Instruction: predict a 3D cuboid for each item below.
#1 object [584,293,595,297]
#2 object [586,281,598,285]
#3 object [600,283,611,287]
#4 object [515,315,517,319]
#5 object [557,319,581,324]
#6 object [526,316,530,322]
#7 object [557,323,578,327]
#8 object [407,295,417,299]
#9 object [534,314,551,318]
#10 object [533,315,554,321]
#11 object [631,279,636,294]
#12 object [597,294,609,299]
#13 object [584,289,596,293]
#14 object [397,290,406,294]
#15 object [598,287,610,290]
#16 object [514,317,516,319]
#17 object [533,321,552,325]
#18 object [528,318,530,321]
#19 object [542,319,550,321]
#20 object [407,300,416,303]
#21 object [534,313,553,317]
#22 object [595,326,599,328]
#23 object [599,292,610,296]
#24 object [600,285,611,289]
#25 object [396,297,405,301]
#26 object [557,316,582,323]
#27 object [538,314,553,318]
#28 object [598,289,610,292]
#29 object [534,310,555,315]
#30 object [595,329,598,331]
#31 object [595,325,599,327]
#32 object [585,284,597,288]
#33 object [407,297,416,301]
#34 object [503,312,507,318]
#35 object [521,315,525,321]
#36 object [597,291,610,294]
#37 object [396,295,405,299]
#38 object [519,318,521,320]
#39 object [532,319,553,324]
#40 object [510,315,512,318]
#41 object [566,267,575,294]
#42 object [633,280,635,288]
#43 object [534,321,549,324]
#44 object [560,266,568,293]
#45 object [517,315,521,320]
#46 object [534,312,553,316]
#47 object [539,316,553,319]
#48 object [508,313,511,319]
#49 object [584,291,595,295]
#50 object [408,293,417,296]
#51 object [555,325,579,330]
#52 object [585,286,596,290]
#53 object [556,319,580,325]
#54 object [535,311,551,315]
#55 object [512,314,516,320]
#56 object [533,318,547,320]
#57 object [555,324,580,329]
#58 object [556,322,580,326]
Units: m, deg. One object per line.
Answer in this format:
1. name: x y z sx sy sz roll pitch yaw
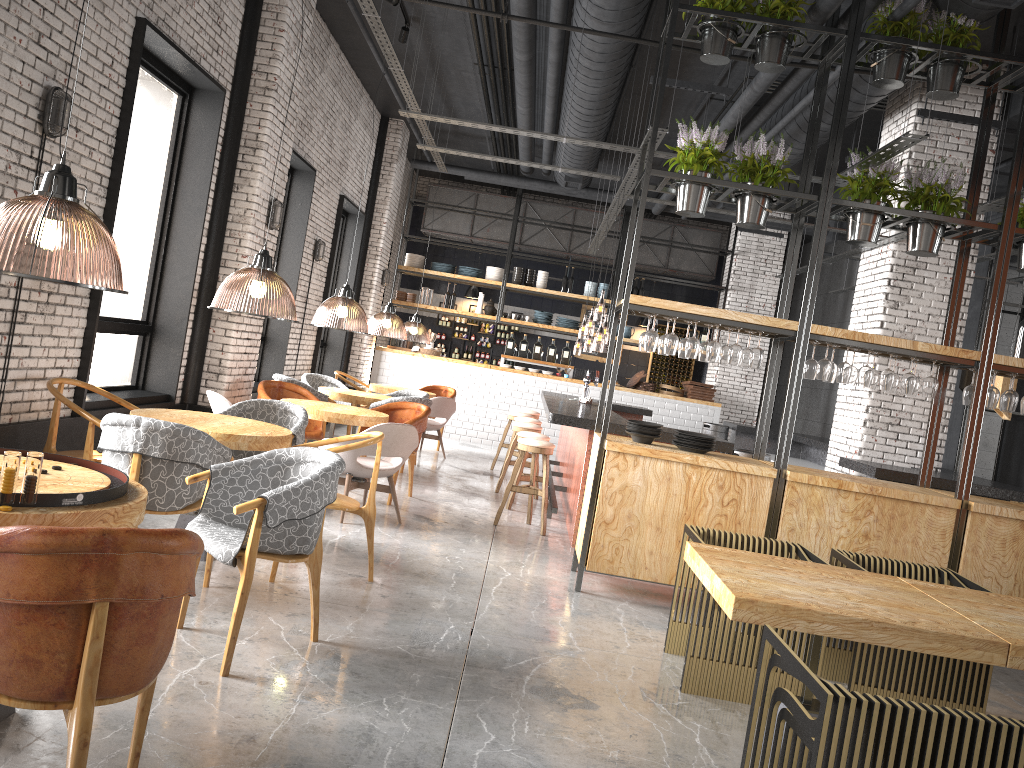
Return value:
1. object: 1.352 -1.532 15.476 0.210 0.065 0.210 10 2 19
2. object: 1.389 -1.745 15.472 0.210 0.074 0.210 10 1 6
3. object: 1.614 -1.698 15.448 0.219 0.091 0.218 10 2 18
4. object: 0.038 -1.166 15.638 0.072 0.097 0.072 9 1 -10
5. object: 0.990 -1.091 15.485 0.455 0.048 0.453 10 2 28
6. object: 0.265 -1.118 15.282 0.072 0.097 0.072 10 1 33
7. object: 0.981 -1.021 15.486 0.454 0.050 0.453 10 2 21
8. object: -1.763 -1.523 15.570 0.157 0.053 0.168 10 2 6
9. object: 0.547 -1.166 15.497 0.335 0.052 0.333 11 2 39
10. object: 0.544 -1.135 15.495 0.372 0.071 0.373 10 2 13
11. object: 2.136 -1.604 15.471 0.098 0.458 0.098 9 1 -21
12. object: 1.581 -1.508 15.445 0.218 0.085 0.219 9 2 -30
13. object: 1.367 -1.618 15.478 0.209 0.074 0.210 9 2 -24
14. object: -1.924 -1.587 15.426 0.157 0.053 0.168 9 2 1
15. object: 1.599 -1.636 15.448 0.219 0.092 0.218 11 2 42
16. object: 0.033 -1.161 15.404 0.072 0.097 0.072 10 1 2
17. object: 0.527 -1.049 15.496 0.334 0.033 0.335 9 2 -30
18. object: 0.270 -1.124 15.516 0.072 0.097 0.072 9 1 1
19. object: 0.534 -1.102 15.497 0.334 0.051 0.334 10 2 32
20. object: -1.777 -1.443 15.570 0.157 0.053 0.168 10 2 6
21. object: 0.550 -1.192 15.495 0.334 0.035 0.335 9 2 -24
22. object: 1.395 -1.000 15.477 0.265 0.034 0.265 10 2 14
23. object: 1.591 -1.540 15.446 0.218 0.093 0.219 9 1 -15
24. object: 1.614 -1.666 15.446 0.218 0.096 0.219 9 1 -15
25. object: -1.944 -1.467 15.427 0.157 0.053 0.168 9 2 1
26. object: 0.997 -1.115 15.485 0.453 0.062 0.454 10 2 16
27. object: 0.549 -1.181 15.497 0.335 0.052 0.334 10 2 18
28. object: 1.593 -1.604 15.447 0.219 0.092 0.218 11 2 37
29. object: 0.558 -1.241 15.494 0.373 0.050 0.373 10 2 23
30. object: 1.385 -0.948 15.478 0.265 0.038 0.265 10 2 24
31. object: 1.396 -1.011 15.477 0.265 0.037 0.265 9 2 -4
32. object: 1.380 -1.703 15.471 0.209 0.076 0.210 9 2 -24
33. object: -1.769 -1.487 15.570 0.157 0.053 0.168 10 2 6
34. object: -0.124 -1.183 15.290 0.072 0.097 0.072 10 1 24
35. object: 0.187 -1.131 15.283 0.072 0.097 0.072 10 1 10
36. object: 1.588 -1.573 15.444 0.218 0.092 0.219 9 1 -9
37. object: -1.937 -1.511 15.426 0.157 0.053 0.168 9 2 1
38. object: 0.119 -1.153 15.636 0.072 0.097 0.072 9 1 -45
39. object: 0.531 -1.085 15.499 0.373 0.067 0.372 9 2 -18
40. object: -0.042 -1.176 15.523 0.072 0.097 0.072 10 1 33
41. object: 1.031 -1.793 15.434 0.098 0.471 0.098 10 1 23
42. object: 2.139 -1.607 15.606 0.098 0.458 0.098 9 1 -21
43. object: 0.529 -1.063 15.495 0.334 0.046 0.335 9 2 -14
44. object: 0.925 -1.811 15.436 0.098 0.471 0.098 10 1 23
45. object: 0.111 -1.144 15.285 0.072 0.097 0.072 10 1 21
46. object: 0.553 -1.207 15.495 0.334 0.036 0.335 9 2 -9
47. object: 0.543 -1.152 15.496 0.334 0.039 0.335 9 2 1
48. object: -0.047 -1.171 15.288 0.072 0.097 0.072 10 1 23
49. object: 1.358 -1.575 15.475 0.209 0.069 0.210 8 2 -33
50. object: -1.757 -1.564 15.569 0.157 0.053 0.168 10 2 6
51. object: 0.971 -0.973 15.487 0.453 0.033 0.454 9 2 -17
52. object: 1.369 -1.661 15.474 0.210 0.078 0.210 10 2 23
53. object: 0.989 -1.068 15.484 0.453 0.065 0.453 8 2 -36
54. object: 0.557 -1.221 15.495 0.334 0.048 0.335 9 2 -12
55. object: 0.030 -1.158 15.287 0.072 0.097 0.072 10 1 41
56. object: 0.536 -1.114 15.496 0.334 0.045 0.335 9 2 -3
57. object: 0.975 -0.997 15.486 0.453 0.042 0.455 9 2 -24
58. object: 0.982 -1.045 15.485 0.452 0.062 0.455 8 2 -45
